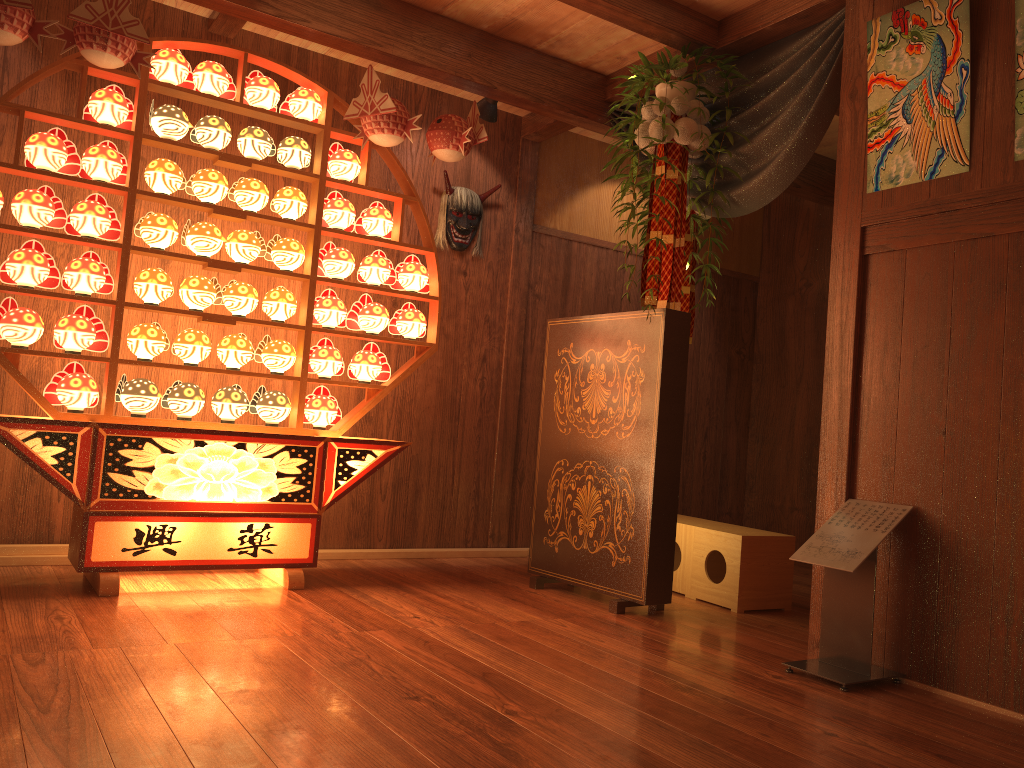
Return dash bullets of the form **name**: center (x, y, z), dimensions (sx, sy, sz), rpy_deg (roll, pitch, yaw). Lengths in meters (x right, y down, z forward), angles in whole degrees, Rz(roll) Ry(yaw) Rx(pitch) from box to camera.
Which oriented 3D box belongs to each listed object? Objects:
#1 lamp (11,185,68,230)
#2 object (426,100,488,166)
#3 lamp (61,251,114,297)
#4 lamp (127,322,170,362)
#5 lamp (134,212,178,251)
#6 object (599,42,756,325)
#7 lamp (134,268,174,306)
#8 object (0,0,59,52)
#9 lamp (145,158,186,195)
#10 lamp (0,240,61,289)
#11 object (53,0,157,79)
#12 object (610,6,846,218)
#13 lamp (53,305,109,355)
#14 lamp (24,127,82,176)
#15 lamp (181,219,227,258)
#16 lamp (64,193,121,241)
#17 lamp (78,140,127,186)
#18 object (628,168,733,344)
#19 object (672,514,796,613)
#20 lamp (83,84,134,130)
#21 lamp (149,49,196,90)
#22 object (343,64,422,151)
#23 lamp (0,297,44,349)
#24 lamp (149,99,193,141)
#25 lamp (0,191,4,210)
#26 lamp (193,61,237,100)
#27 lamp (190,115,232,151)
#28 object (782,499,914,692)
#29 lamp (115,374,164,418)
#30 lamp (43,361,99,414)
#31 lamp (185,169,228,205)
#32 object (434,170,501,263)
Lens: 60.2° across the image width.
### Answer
- **lamp**: center (-1.772, -0.662, 3.267), dimensions (0.182, 0.191, 0.156), rpy_deg (5, -3, -3)
- **object**: center (-0.273, -1.155, 3.977), dimensions (0.235, 0.318, 0.354), rpy_deg (7, -4, -37)
- **lamp**: center (-1.623, -0.425, 3.360), dimensions (0.186, 0.192, 0.154), rpy_deg (6, -3, -18)
- **lamp**: center (-1.442, -0.171, 3.481), dimensions (0.140, 0.167, 0.156), rpy_deg (5, -3, -2)
- **lamp**: center (-1.395, -0.608, 3.508), dimensions (0.152, 0.167, 0.144), rpy_deg (2, -4, 38)
- **object**: center (0.676, -0.850, 3.766), dimensions (0.589, 1.261, 0.686), rpy_deg (8, -5, -44)
- **lamp**: center (-1.420, -0.390, 3.495), dimensions (0.141, 0.167, 0.154), rpy_deg (5, -3, -12)
- **object**: center (-1.742, -1.311, 3.005), dimensions (0.369, 0.311, 0.236), rpy_deg (5, -3, -8)
- **lamp**: center (-1.390, -0.829, 3.521), dimensions (0.140, 0.167, 0.156), rpy_deg (5, -3, -2)
- **lamp**: center (-1.782, -0.447, 3.255), dimensions (0.205, 0.200, 0.153), rpy_deg (6, -4, -23)
- **object**: center (-1.465, -1.289, 3.195), dimensions (0.359, 0.306, 0.208), rpy_deg (7, -4, -33)
- **object**: center (0.894, -1.093, 3.882), dimensions (0.098, 0.751, 1.453), rpy_deg (7, -4, -32)
- **lamp**: center (-1.651, -0.211, 3.338), dimensions (0.202, 0.200, 0.155), rpy_deg (5, -3, -8)
- **lamp**: center (-1.736, -0.884, 3.292), dimensions (0.202, 0.200, 0.155), rpy_deg (5, -3, -8)
- **lamp**: center (-1.248, -0.588, 3.616), dimensions (0.157, 0.161, 0.138), rpy_deg (5, -3, -3)
- **lamp**: center (-1.607, -0.648, 3.372), dimensions (0.204, 0.200, 0.154), rpy_deg (6, -3, -18)
- **lamp**: center (-1.573, -0.864, 3.396), dimensions (0.193, 0.195, 0.154), rpy_deg (6, -3, -18)
- **object**: center (0.859, -0.780, 4.790), dimensions (0.522, 1.261, 0.769), rpy_deg (1, -5, 43)
- **object**: center (0.831, 0.841, 4.433), dimensions (0.336, 0.330, 1.253), rpy_deg (6, -4, -27)
- **lamp**: center (-1.555, -1.085, 3.410), dimensions (0.204, 0.200, 0.154), rpy_deg (6, -3, -18)
- **lamp**: center (-1.366, -1.285, 3.535), dimensions (0.205, 0.200, 0.153), rpy_deg (6, -4, -23)
- **object**: center (-0.542, -1.173, 3.799), dimensions (0.353, 0.314, 0.248), rpy_deg (2, -4, 34)
- **lamp**: center (-1.794, -0.223, 3.252), dimensions (0.154, 0.194, 0.189), rpy_deg (3, -3, 18)
- **lamp**: center (-1.363, -1.047, 3.550), dimensions (0.160, 0.167, 0.136), rpy_deg (6, -3, -18)
- **lamp**: center (-1.905, -0.675, 3.177), dimensions (0.152, 0.187, 0.195), rpy_deg (2, -4, 38)
- **lamp**: center (-1.238, -1.260, 3.625), dimensions (0.170, 0.179, 0.156), rpy_deg (5, -3, -2)
- **lamp**: center (-1.223, -1.029, 3.628), dimensions (0.144, 0.161, 0.151), rpy_deg (7, -4, -42)
- **object**: center (1.078, 0.658, 2.837), dimensions (0.310, 0.560, 0.242), rpy_deg (7, -4, -33)
- **lamp**: center (-1.452, 0.048, 3.476), dimensions (0.157, 0.167, 0.138), rpy_deg (5, -3, -3)
- **lamp**: center (-1.641, 0.012, 3.348), dimensions (0.201, 0.197, 0.151), rpy_deg (7, -4, -42)
- **lamp**: center (-1.232, -0.808, 3.622), dimensions (0.152, 0.161, 0.144), rpy_deg (2, -4, 38)
- **object**: center (-0.256, -0.905, 4.872), dimensions (0.375, 0.454, 0.133), rpy_deg (7, -4, -33)
